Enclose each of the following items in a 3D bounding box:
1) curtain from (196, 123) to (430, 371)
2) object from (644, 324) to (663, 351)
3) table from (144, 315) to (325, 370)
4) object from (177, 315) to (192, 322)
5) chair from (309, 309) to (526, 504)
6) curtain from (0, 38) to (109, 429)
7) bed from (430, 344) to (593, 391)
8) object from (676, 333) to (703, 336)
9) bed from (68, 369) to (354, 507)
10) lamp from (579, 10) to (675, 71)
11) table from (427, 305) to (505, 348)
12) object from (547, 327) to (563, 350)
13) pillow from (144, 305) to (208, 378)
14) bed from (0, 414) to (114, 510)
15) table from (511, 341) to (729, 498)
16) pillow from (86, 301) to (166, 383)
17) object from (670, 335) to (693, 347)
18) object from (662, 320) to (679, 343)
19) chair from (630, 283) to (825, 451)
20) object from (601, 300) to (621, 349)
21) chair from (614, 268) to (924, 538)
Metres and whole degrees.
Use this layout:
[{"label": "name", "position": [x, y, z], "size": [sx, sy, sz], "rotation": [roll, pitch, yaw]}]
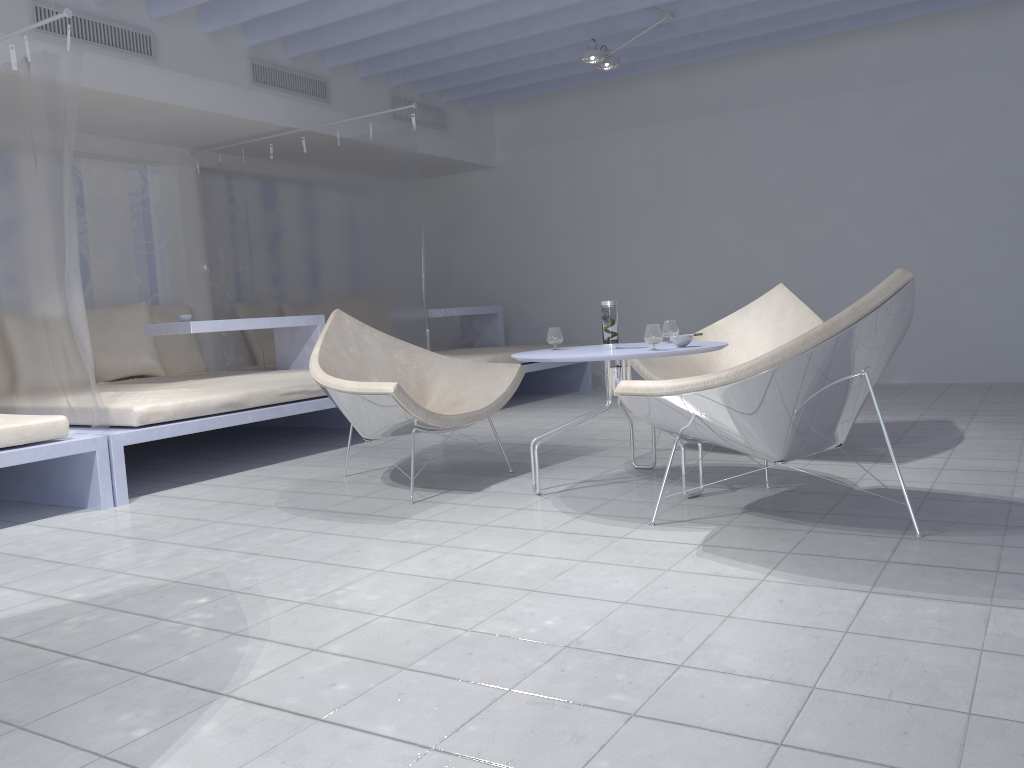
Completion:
[{"label": "curtain", "position": [-1.381, -0.795, 5.947], "size": [1.998, 1.559, 0.125], "rotation": [-1, 6, 30]}, {"label": "object", "position": [0.501, -0.165, 3.138], "size": [0.068, 0.091, 0.068], "rotation": [-2, 5, 21]}, {"label": "table", "position": [-1.671, -0.176, 5.504], "size": [0.416, 0.450, 1.065], "rotation": [-1, 6, 32]}, {"label": "object", "position": [-1.918, -0.383, 5.196], "size": [0.082, 0.043, 0.082], "rotation": [-4, 5, -7]}, {"label": "chair", "position": [-0.486, 0.042, 3.785], "size": [0.753, 0.759, 0.906], "rotation": [0, 6, 35]}, {"label": "curtain", "position": [-2.502, -0.587, 4.041], "size": [2.050, 1.552, 0.151], "rotation": [-1, 6, 32]}, {"label": "bed", "position": [-0.766, -0.040, 6.957], "size": [2.016, 0.427, 2.200], "rotation": [-1, 6, 32]}, {"label": "object", "position": [0.643, -0.176, 3.219], "size": [0.098, 0.016, 0.012], "rotation": [-1, 6, 31]}, {"label": "bed", "position": [-1.915, 0.187, 5.082], "size": [2.016, 0.427, 2.200], "rotation": [-1, 6, 32]}, {"label": "lamp", "position": [0.734, -2.158, 5.554], "size": [0.587, 0.218, 0.380], "rotation": [-1, 6, 32]}, {"label": "table", "position": [-0.521, -0.404, 7.379], "size": [0.416, 0.450, 1.065], "rotation": [-1, 6, 32]}, {"label": "object", "position": [0.175, -0.184, 3.606], "size": [0.068, 0.091, 0.068], "rotation": [-2, 5, 21]}, {"label": "pillow", "position": [-2.378, -0.294, 6.162], "size": [0.230, 0.521, 0.524], "rotation": [-1, 6, 30]}, {"label": "bed", "position": [-3.077, 0.417, 3.216], "size": [2.022, 0.422, 2.200], "rotation": [-1, 6, 32]}, {"label": "table", "position": [0.424, 0.130, 3.428], "size": [0.825, 0.534, 0.823], "rotation": [-3, 5, 9]}, {"label": "pillow", "position": [-2.582, -0.274, 5.782], "size": [0.537, 0.527, 0.233], "rotation": [-7, 6, -38]}, {"label": "object", "position": [0.620, -0.156, 3.241], "size": [0.082, 0.043, 0.082], "rotation": [0, 6, 33]}, {"label": "object", "position": [0.641, -0.211, 3.591], "size": [0.068, 0.091, 0.068], "rotation": [-2, 5, 21]}, {"label": "chair", "position": [1.116, -0.089, 4.180], "size": [0.753, 0.759, 0.906], "rotation": [-8, 7, -43]}, {"label": "object", "position": [0.380, -0.229, 3.438], "size": [0.075, 0.185, 0.075], "rotation": [-4, 5, -5]}, {"label": "chair", "position": [0.888, 0.045, 2.749], "size": [0.906, 0.759, 0.753], "rotation": [-8, 6, -41]}]
